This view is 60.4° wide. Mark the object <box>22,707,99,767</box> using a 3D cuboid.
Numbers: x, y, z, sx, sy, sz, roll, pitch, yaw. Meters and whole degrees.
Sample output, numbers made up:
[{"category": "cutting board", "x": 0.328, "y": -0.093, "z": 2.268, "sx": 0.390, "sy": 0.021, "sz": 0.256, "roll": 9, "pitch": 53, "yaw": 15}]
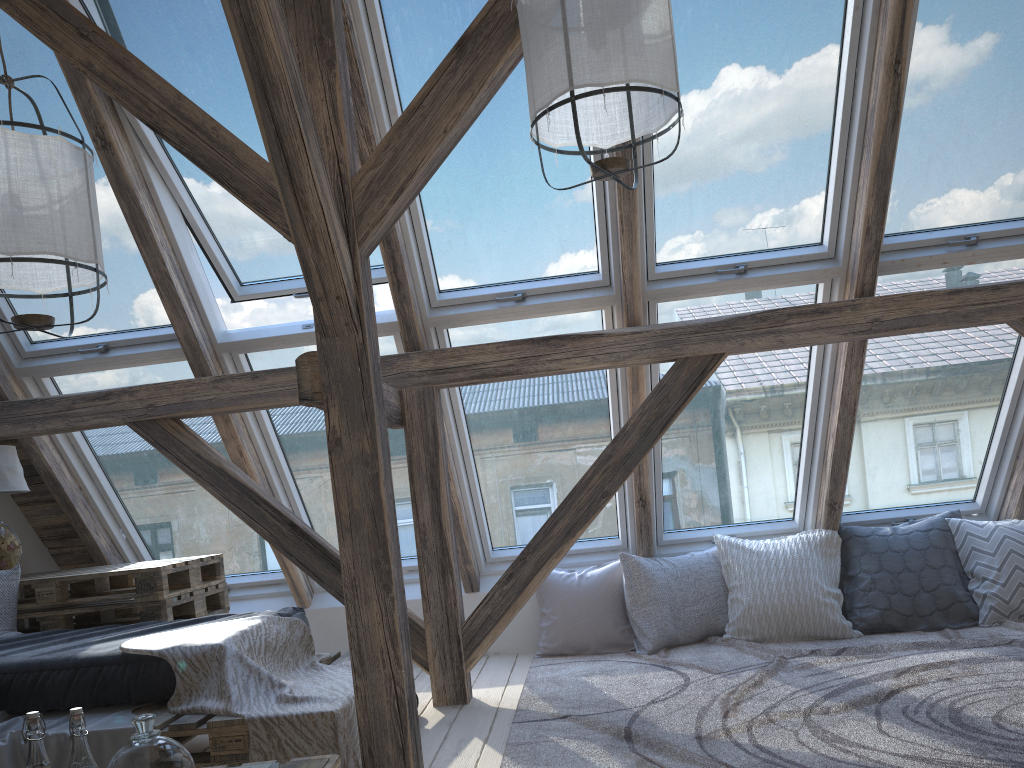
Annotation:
[{"category": "object", "x": -0.812, "y": 0.722, "z": 1.589, "sx": 0.154, "sy": 0.267, "sz": 0.071, "roll": -6, "pitch": 0, "yaw": 5}]

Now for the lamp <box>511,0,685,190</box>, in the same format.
[{"category": "lamp", "x": 0.194, "y": -1.193, "z": 2.314, "sx": 0.398, "sy": 1.302, "sz": 0.409, "roll": -6, "pitch": 0, "yaw": -20}]

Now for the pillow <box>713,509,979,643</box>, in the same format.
[{"category": "pillow", "x": 1.632, "y": 0.942, "z": 4.306, "sx": 1.274, "sy": 0.562, "sz": 0.469, "roll": -7, "pitch": -2, "yaw": 6}]

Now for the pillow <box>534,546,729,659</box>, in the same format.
[{"category": "pillow", "x": 0.653, "y": 1.094, "z": 4.413, "sx": 1.132, "sy": 0.524, "sz": 0.437, "roll": -6, "pitch": -2, "yaw": -3}]

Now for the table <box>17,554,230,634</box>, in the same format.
[{"category": "table", "x": -1.902, "y": 1.204, "z": 4.039, "sx": 1.017, "sy": 0.700, "sz": 0.677, "roll": -6, "pitch": -3, "yaw": 4}]

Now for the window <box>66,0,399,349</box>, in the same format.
[{"category": "window", "x": -0.972, "y": -0.877, "z": 3.370, "sx": 0.856, "sy": 1.272, "sz": 1.355, "roll": -6, "pitch": -3, "yaw": 4}]

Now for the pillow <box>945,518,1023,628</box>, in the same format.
[{"category": "pillow", "x": 2.721, "y": 0.839, "z": 4.173, "sx": 1.157, "sy": 0.533, "sz": 0.502, "roll": -7, "pitch": -3, "yaw": 10}]

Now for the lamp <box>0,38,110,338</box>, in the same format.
[{"category": "lamp", "x": -1.411, "y": -0.903, "z": 2.447, "sx": 0.397, "sy": 1.514, "sz": 0.410, "roll": -6, "pitch": 0, "yaw": -45}]

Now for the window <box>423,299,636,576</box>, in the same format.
[{"category": "window", "x": 0.141, "y": 0.301, "z": 4.253, "sx": 0.856, "sy": 1.273, "sz": 1.099, "roll": -6, "pitch": -3, "yaw": 4}]

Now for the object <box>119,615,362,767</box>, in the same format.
[{"category": "object", "x": -0.676, "y": 1.030, "z": 2.970, "sx": 1.017, "sy": 0.472, "sz": 0.809, "roll": -10, "pitch": -6, "yaw": 34}]

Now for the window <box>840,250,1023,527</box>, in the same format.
[{"category": "window", "x": 1.965, "y": 0.090, "z": 4.103, "sx": 0.856, "sy": 1.273, "sz": 1.099, "roll": -6, "pitch": -3, "yaw": 4}]

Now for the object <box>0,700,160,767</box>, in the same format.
[{"category": "object", "x": -1.449, "y": 1.172, "z": 2.765, "sx": 0.706, "sy": 0.276, "sz": 0.509, "roll": -5, "pitch": -5, "yaw": -11}]

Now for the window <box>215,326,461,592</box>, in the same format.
[{"category": "window", "x": -0.770, "y": 0.407, "z": 4.328, "sx": 0.856, "sy": 1.273, "sz": 1.099, "roll": -6, "pitch": -3, "yaw": 4}]

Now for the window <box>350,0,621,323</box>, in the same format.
[{"category": "window", "x": -0.064, "y": -0.988, "z": 3.249, "sx": 0.856, "sy": 1.273, "sz": 1.099, "roll": -6, "pitch": -3, "yaw": 4}]

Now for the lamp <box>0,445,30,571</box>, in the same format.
[{"category": "lamp", "x": -2.462, "y": 0.936, "z": 3.762, "sx": 0.821, "sy": 1.282, "sz": 0.390, "roll": -6, "pitch": 0, "yaw": -10}]

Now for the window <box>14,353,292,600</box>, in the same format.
[{"category": "window", "x": -1.682, "y": 0.513, "z": 4.403, "sx": 0.856, "sy": 1.273, "sz": 1.099, "roll": -6, "pitch": -3, "yaw": 4}]

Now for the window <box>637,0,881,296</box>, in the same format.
[{"category": "window", "x": 0.848, "y": -1.094, "z": 3.174, "sx": 0.856, "sy": 1.273, "sz": 1.099, "roll": -6, "pitch": -3, "yaw": 4}]

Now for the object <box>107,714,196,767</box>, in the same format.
[{"category": "object", "x": -0.647, "y": 0.714, "z": 1.575, "sx": 0.155, "sy": 0.246, "sz": 0.157, "roll": -5, "pitch": -2, "yaw": -27}]

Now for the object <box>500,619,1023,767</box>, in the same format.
[{"category": "object", "x": 1.594, "y": 1.073, "z": 3.342, "sx": 3.190, "sy": 0.056, "sz": 2.199, "roll": -7, "pitch": -7, "yaw": 5}]

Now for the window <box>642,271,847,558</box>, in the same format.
[{"category": "window", "x": 1.053, "y": 0.196, "z": 4.178, "sx": 0.856, "sy": 1.273, "sz": 1.099, "roll": -6, "pitch": -3, "yaw": 4}]

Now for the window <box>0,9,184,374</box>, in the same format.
[{"category": "window", "x": -1.888, "y": -0.776, "z": 3.399, "sx": 0.856, "sy": 1.273, "sz": 1.099, "roll": -6, "pitch": -3, "yaw": 4}]

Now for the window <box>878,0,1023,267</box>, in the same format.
[{"category": "window", "x": 1.760, "y": -1.200, "z": 3.099, "sx": 0.856, "sy": 1.273, "sz": 1.099, "roll": -6, "pitch": -3, "yaw": 4}]

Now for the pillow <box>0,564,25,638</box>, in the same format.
[{"category": "pillow", "x": -2.310, "y": 0.844, "z": 3.291, "sx": 0.388, "sy": 0.397, "sz": 0.969, "roll": -7, "pitch": -6, "yaw": 20}]
